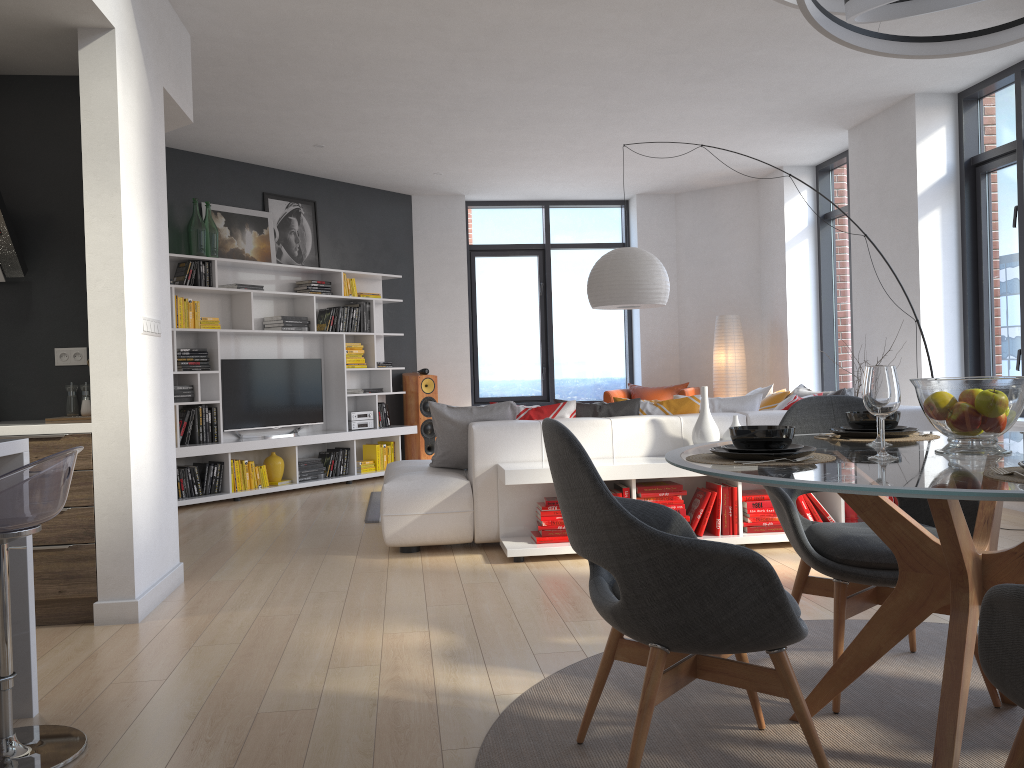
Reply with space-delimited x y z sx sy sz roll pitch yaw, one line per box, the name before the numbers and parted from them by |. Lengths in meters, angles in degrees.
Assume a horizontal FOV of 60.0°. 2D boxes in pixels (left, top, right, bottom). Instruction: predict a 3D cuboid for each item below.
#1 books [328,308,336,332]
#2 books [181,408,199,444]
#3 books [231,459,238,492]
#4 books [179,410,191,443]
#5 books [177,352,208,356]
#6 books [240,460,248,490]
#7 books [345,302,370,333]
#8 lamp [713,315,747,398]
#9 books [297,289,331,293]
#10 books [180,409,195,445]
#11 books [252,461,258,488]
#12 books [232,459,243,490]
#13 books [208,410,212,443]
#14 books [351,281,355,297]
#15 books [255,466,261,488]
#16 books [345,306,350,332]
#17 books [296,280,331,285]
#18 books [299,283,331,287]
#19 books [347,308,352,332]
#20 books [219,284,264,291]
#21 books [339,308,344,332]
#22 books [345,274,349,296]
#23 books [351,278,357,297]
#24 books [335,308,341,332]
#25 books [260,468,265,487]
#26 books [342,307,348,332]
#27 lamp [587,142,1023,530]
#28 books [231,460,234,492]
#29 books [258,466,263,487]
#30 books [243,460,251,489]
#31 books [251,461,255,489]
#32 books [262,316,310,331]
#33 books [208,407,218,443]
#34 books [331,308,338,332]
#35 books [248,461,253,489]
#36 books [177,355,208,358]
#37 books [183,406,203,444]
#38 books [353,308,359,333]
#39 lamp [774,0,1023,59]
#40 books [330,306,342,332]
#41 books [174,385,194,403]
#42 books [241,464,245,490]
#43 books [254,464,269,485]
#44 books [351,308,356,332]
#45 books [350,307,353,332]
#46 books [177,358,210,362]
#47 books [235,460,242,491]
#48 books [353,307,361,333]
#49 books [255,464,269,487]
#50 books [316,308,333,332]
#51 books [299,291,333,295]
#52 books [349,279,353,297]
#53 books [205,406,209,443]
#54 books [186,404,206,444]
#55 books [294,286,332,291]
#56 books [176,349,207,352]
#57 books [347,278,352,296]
books | -1.793 -0.609 8.557 0.187 0.234 0.096 -1 1 38
books | -2.687 0.351 7.398 0.213 0.301 0.028 -1 1 38
books | -2.418 0.774 7.543 0.213 0.271 0.048 -1 1 38
books | -2.771 0.361 7.315 0.232 0.284 0.142 -1 1 38
books | -2.720 -0.250 7.406 0.284 0.030 0.214 -2 1 -44
books | -2.346 0.780 7.621 0.180 0.252 0.041 -1 1 38
books | -1.551 -0.660 8.908 0.259 0.321 0.128 -1 1 38
lamp | 2.428 0.048 9.204 0.804 1.550 0.502 -1 1 43
books | -1.892 -0.881 8.466 0.189 0.020 0.264 -1 1 36
books | -2.726 0.356 7.345 0.210 0.289 0.100 -1 1 37
books | -2.292 0.786 7.722 0.172 0.235 0.056 -1 1 37
books | -2.381 0.776 7.598 0.202 0.267 0.038 -1 1 38
books | -2.610 0.359 7.500 0.200 0.272 0.028 -1 1 38
books | -1.600 -0.932 8.715 0.108 0.161 0.046 -1 1 37
books | -2.253 0.808 7.734 0.138 0.188 0.056 -1 1 38
books | -1.678 -0.628 8.704 0.197 0.260 0.066 -1 1 38
books | -1.895 -0.961 8.470 0.209 0.030 0.266 -1 1 31
books | -1.884 -0.935 8.466 0.180 0.026 0.246 -1 1 40
books | -1.642 -0.619 8.704 0.172 0.242 0.069 -1 1 39
books | -2.387 -0.842 7.816 0.250 0.047 0.310 -1 1 33
books | -1.717 -0.617 8.644 0.179 0.243 0.068 -1 1 37
books | -1.675 -0.962 8.685 0.164 0.224 0.054 -1 1 37
books | -1.597 -0.944 8.743 0.141 0.184 0.064 -1 1 39
books | -1.732 -0.615 8.593 0.172 0.242 0.069 -1 1 39
books | -2.213 0.817 7.754 0.113 0.169 0.049 -1 1 37
books | -1.698 -0.622 8.676 0.191 0.249 0.084 -1 1 38
lamp | 2.018 -0.450 5.890 3.199 2.647 0.710 -1 1 29
books | -2.426 0.775 7.500 0.204 0.270 0.029 -1 1 38
books | -2.235 0.808 7.746 0.134 0.187 0.046 -1 1 38
books | -2.339 0.780 7.648 0.185 0.252 0.055 -1 1 37
books | -2.305 0.787 7.691 0.171 0.235 0.043 -1 1 36
books | -2.089 -0.549 8.223 0.277 0.137 0.343 -1 1 33
books | -2.587 0.347 7.532 0.230 0.297 0.051 -1 1 38
books | -1.763 -0.611 8.573 0.169 0.233 0.081 -1 1 37
books | -2.304 0.785 7.660 0.169 0.240 0.043 -1 1 37
books | -2.707 -0.225 7.390 0.189 0.020 0.264 -1 1 41
books | -2.672 0.342 7.426 0.237 0.314 0.034 -1 1 38
books | -1.608 -0.626 8.787 0.191 0.249 0.084 -1 1 38
lamp | 1.029 -3.148 2.153 1.000 4.513 1.000 -2 1 -5
books | -1.739 -0.623 8.627 0.192 0.254 0.075 -1 1 37
books | -2.828 0.085 7.262 0.277 0.137 0.343 -1 1 38
books | -2.355 0.794 7.602 0.156 0.230 0.042 -1 1 36
books | -2.202 0.803 7.807 0.149 0.193 0.046 -1 1 39
books | -1.622 -0.623 8.750 0.179 0.243 0.071 -1 1 37
books | -1.649 -0.627 8.738 0.192 0.254 0.075 -1 1 37
books | -2.702 -0.200 7.389 0.284 0.030 0.214 -2 1 -44
books | -2.401 0.780 7.575 0.198 0.258 0.066 -1 1 38
books | -1.588 -0.632 8.815 0.197 0.260 0.066 -1 1 38
books | -2.210 0.804 7.782 0.148 0.193 0.067 -1 1 39
books | -1.810 -0.609 8.527 0.182 0.234 0.104 -1 1 38
books | -1.887 -0.856 8.465 0.214 0.030 0.284 -1 1 41
books | -1.620 -0.940 8.708 0.128 0.178 0.044 -1 1 38
books | -2.636 0.340 7.477 0.239 0.315 0.034 -1 1 38
books | -2.655 0.335 7.454 0.237 0.326 0.026 -1 1 38
books | -1.906 -0.906 8.480 0.214 0.030 0.284 -1 1 41
books | -2.699 -0.279 7.389 0.246 0.026 0.180 -2 1 -45
books | -1.638 -0.940 8.696 0.132 0.180 0.054 -1 1 38
